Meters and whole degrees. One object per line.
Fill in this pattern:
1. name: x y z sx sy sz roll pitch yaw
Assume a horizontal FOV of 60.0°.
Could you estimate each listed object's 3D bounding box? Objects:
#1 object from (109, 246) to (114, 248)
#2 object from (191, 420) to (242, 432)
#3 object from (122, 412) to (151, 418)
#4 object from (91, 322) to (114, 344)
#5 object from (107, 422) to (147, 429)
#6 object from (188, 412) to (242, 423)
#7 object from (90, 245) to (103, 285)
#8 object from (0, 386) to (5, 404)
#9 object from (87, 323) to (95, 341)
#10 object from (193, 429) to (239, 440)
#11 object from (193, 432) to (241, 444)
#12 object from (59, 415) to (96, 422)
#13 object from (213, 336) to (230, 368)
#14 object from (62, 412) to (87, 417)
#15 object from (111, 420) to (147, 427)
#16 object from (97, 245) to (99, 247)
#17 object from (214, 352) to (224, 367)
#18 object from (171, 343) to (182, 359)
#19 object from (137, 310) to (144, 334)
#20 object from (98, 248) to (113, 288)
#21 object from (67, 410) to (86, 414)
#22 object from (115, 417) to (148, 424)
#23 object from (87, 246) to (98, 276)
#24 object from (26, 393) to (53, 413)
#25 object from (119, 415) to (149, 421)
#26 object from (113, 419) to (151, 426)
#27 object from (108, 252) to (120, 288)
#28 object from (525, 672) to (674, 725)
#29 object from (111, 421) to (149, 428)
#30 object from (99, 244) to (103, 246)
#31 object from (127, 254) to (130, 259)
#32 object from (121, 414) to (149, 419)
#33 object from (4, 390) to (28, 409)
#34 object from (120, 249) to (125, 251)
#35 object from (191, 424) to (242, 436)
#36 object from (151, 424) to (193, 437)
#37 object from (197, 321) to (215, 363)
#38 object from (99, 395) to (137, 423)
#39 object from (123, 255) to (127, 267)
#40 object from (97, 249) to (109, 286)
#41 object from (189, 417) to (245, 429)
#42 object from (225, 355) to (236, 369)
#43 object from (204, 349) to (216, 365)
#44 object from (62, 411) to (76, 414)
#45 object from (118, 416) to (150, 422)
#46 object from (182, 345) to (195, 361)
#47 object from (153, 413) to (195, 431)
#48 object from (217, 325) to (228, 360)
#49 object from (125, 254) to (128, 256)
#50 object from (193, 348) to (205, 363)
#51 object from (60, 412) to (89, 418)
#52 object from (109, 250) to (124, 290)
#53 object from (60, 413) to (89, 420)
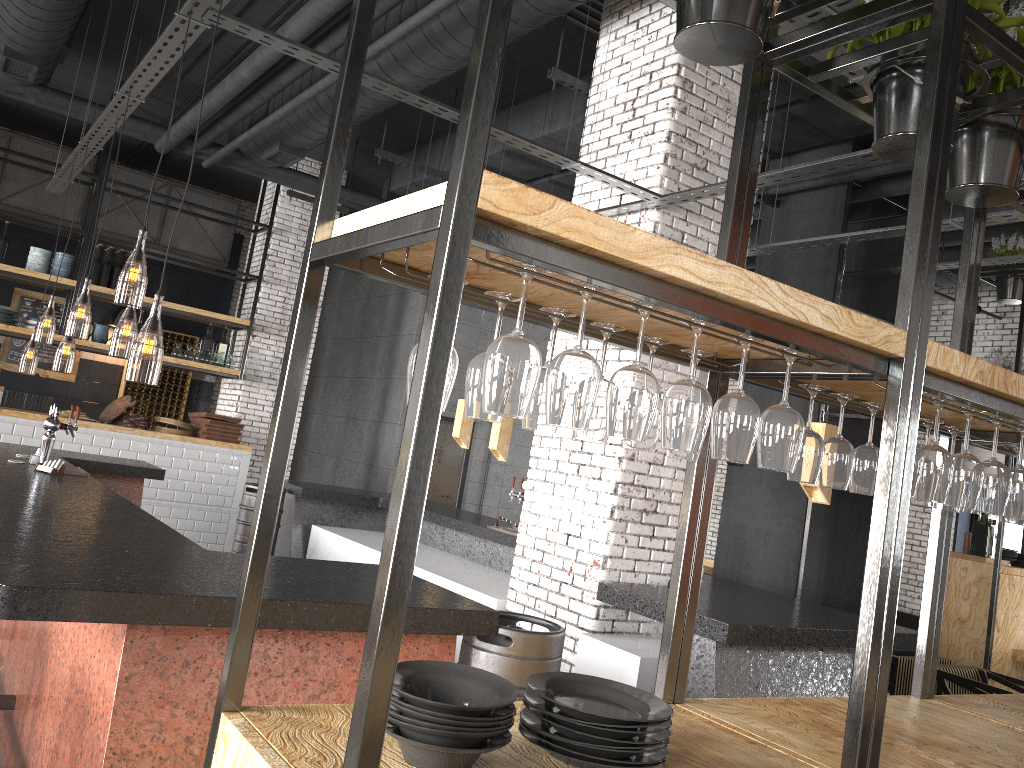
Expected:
1. object: -4.413 -1.493 9.766 0.046 0.031 0.046 6 -6 34
2. object: -3.376 0.480 10.104 0.404 0.044 0.636 13 -6 -33
3. object: -4.147 0.327 9.643 0.407 0.019 0.457 8 -5 13
4. object: -4.541 -0.551 9.812 0.199 0.231 0.165 7 -6 27
5. object: -4.153 0.457 9.642 0.458 0.019 0.406 9 -5 2
6. object: -3.368 0.384 10.033 0.405 0.094 0.636 13 -6 -36
7. object: -4.538 -1.291 9.682 0.098 0.459 0.098 11 -6 -11
8. object: -5.737 0.182 8.666 1.247 0.552 0.315 13 -7 -33
9. object: -4.692 -0.584 9.724 0.198 0.231 0.166 12 -6 -27
10. object: -3.390 0.567 10.094 0.404 0.044 0.636 12 -6 -31
11. object: -3.398 0.610 10.090 0.404 0.044 0.636 13 -6 -38
12. object: -4.545 0.360 9.284 0.407 0.019 0.457 9 -5 8
13. object: -3.478 -0.388 10.605 0.156 0.406 0.105 13 -7 -29
14. object: -4.597 0.309 9.299 0.229 0.016 0.556 12 -6 -28
15. object: -4.152 0.425 9.643 0.458 0.019 0.406 10 -5 -5
16. object: -4.577 -1.516 9.819 0.046 0.031 0.046 6 -6 34
17. object: -3.439 -0.288 10.426 0.118 0.181 0.118 5 -8 40
18. object: -3.832 -0.378 10.155 0.118 0.181 0.118 7 -6 20
19. object: -4.240 -0.602 10.051 0.098 0.472 0.098 3 -9 44
20. object: -4.450 -1.271 9.741 0.098 0.459 0.098 11 -6 -11
21. object: -4.496 0.293 9.174 0.184 0.011 0.254 11 -5 -12
22. object: -4.165 0.387 9.616 0.406 0.019 0.458 11 -5 -20
23. object: -4.614 -1.293 9.794 0.098 0.459 0.098 11 -6 -11
24. object: -4.885 0.198 9.167 0.170 0.168 0.180 5 -7 36
25. object: -4.133 0.363 9.654 0.458 0.019 0.406 9 -5 9
26. object: -4.155 0.408 9.641 0.407 0.019 0.457 7 -6 25
27. object: -4.435 -1.253 9.915 0.098 0.459 0.098 5 -7 34
28. object: 0.176 0.654 1.821 0.306 0.039 0.305 5 -7 39
29. object: -4.133 0.444 9.646 0.458 0.019 0.405 7 -6 29
30. object: -4.501 -1.513 9.707 0.046 0.031 0.046 6 -6 34
31. object: -4.348 -1.233 9.974 0.098 0.459 0.098 5 -7 34
32. object: -4.136 0.346 9.653 0.458 0.019 0.406 9 -5 0
33. object: -5.019 0.157 8.966 0.181 0.168 0.170 12 -6 -24
34. object: -4.322 -1.473 9.827 0.046 0.031 0.046 6 -6 34
35. object: -3.383 0.523 10.099 0.404 0.044 0.636 13 -6 -37
36. object: -3.770 0.500 9.851 0.436 0.097 0.436 10 -5 -9
37. object: -3.610 -0.495 10.498 0.156 0.555 0.105 13 -7 -29
38. object: -4.216 0.271 9.468 0.488 0.339 0.241 5 -8 42
39. object: -4.423 -1.236 10.086 0.098 0.459 0.098 5 -7 34
40. object: -4.526 -1.274 9.853 0.098 0.459 0.098 11 -6 -11
41. object: -3.369 0.436 10.109 0.404 0.044 0.636 14 -7 -40
42. object: -3.310 -0.265 10.450 0.118 0.181 0.118 10 -6 -10
43. object: -3.527 -0.310 10.345 0.118 0.181 0.118 6 -7 33
44. object: -4.567 0.294 9.208 0.172 0.010 0.368 12 -5 -24
45. object: -4.157 0.374 9.636 0.407 0.019 0.457 9 -5 9
46. object: -3.723 -0.355 10.207 0.118 0.181 0.118 8 -6 16
47. object: -3.758 0.434 9.863 0.437 0.154 0.438 8 -5 13
48. object: -3.463 -0.463 10.609 0.140 0.551 0.096 13 -7 -29
49. object: -4.386 -1.458 10.110 0.046 0.031 0.046 14 -7 -41
50. object: -3.618 -0.332 10.267 0.118 0.181 0.118 10 -6 -1
51. object: -4.605 0.321 9.292 0.214 0.013 0.521 13 -6 -38
52. object: -4.359 -1.250 9.803 0.098 0.459 0.098 5 -7 34
53. object: -4.605 0.334 9.299 0.276 0.019 0.513 12 -6 -29
